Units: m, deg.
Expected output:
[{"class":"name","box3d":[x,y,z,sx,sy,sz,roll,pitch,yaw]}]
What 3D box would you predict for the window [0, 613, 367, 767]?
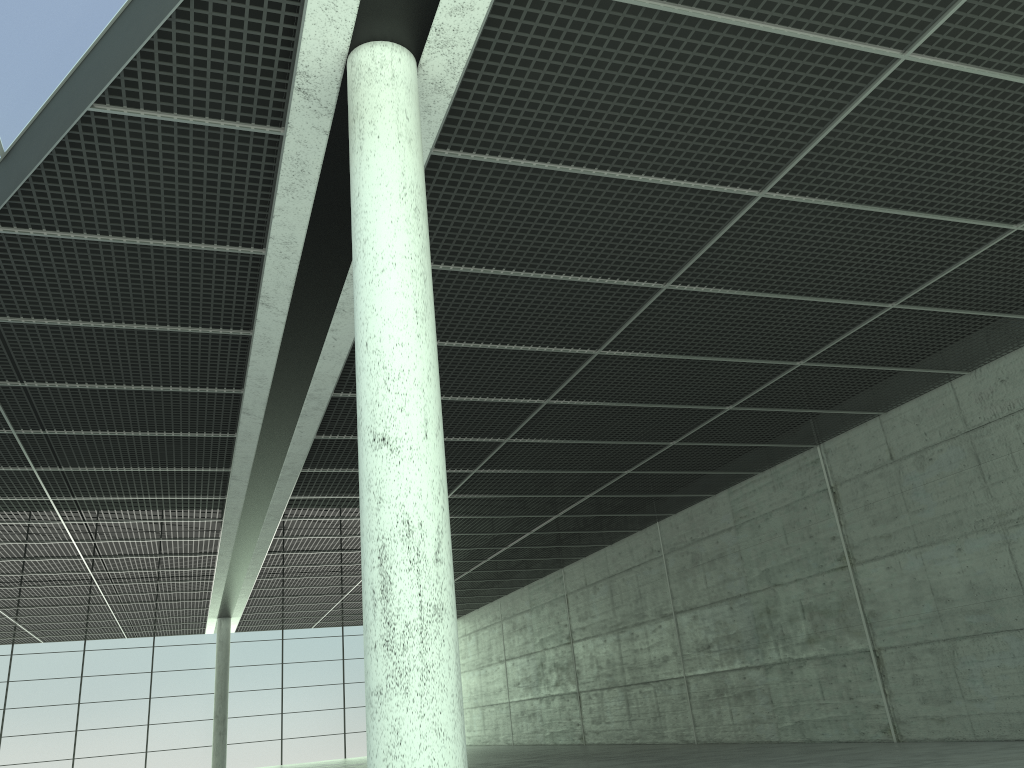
[{"class":"window","box3d":[-37.273,13.634,37.240,100.515,16.073,99.880,2,-24,-19]}]
